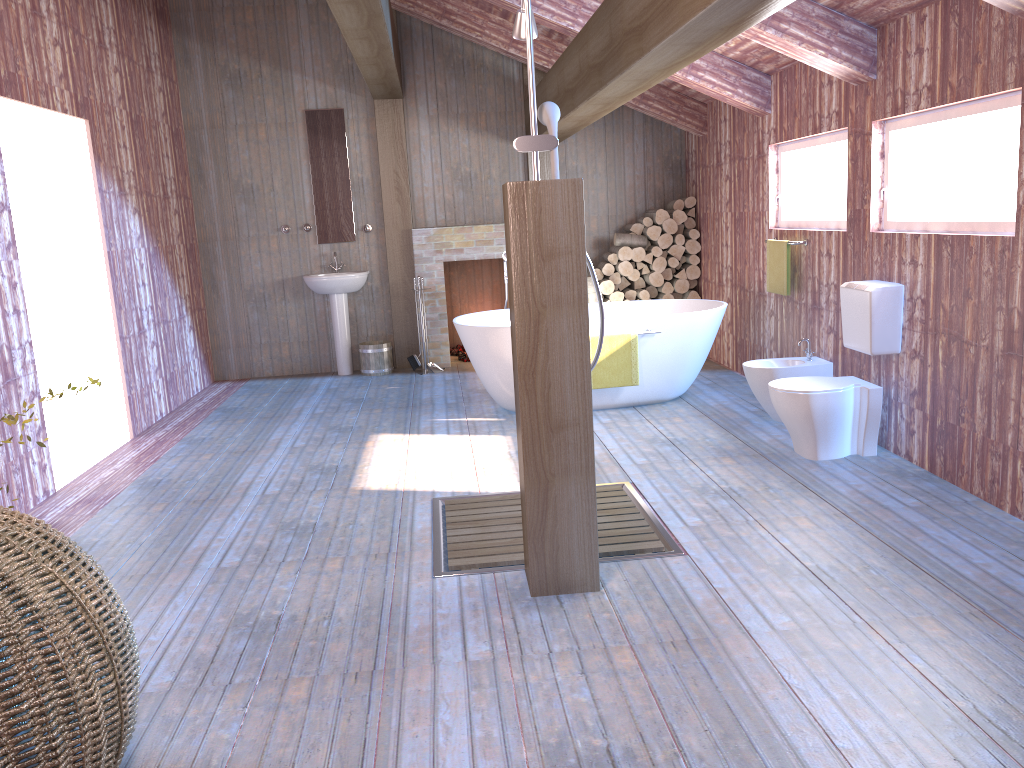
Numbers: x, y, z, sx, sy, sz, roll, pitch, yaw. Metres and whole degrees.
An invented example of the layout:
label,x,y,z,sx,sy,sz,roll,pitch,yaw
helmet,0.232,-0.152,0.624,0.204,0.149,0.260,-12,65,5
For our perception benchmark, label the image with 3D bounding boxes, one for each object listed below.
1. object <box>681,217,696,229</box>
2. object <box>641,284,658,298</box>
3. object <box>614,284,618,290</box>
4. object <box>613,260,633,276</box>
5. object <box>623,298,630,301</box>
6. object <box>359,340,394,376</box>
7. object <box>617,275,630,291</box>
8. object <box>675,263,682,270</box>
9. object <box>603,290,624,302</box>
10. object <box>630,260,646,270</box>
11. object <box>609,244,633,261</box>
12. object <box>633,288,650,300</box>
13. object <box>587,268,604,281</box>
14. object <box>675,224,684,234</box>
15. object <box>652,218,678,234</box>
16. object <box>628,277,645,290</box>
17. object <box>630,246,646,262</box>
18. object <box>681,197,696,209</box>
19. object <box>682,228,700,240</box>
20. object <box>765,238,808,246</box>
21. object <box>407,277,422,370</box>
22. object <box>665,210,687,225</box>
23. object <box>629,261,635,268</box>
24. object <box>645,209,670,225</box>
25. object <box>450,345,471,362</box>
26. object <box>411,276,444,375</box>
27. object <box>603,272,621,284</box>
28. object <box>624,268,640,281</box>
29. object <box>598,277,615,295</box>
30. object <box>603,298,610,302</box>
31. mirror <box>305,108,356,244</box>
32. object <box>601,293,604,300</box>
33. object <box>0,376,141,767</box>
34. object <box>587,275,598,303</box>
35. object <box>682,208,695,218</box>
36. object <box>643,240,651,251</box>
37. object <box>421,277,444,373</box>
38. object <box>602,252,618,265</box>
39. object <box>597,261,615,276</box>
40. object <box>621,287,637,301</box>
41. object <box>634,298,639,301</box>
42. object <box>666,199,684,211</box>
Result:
label,x,y,z,sx,sy,sz,roll,pitch,yaw
object,1.628,-1.503,8.281,0.107,0.115,0.269,-4,11,-3
object,1.288,-0.887,8.426,0.116,0.118,0.289,-5,11,-6
object,0.943,-0.915,8.299,0.064,0.068,0.174,-4,11,-5
object,1.008,-1.087,8.261,0.141,0.143,0.437,-5,11,-6
object,1.028,-0.762,8.321,0.098,0.100,0.437,-5,11,-6
object,-1.260,-0.239,8.231,0.309,0.290,0.308,-2,11,6
object,1.027,-0.967,8.386,0.128,0.150,0.323,-4,11,-4
object,1.531,-1.109,8.295,0.067,0.069,0.177,-4,11,-4
object,0.940,-0.825,8.322,0.139,0.148,0.458,-4,11,-4
object,1.176,-1.112,8.273,0.088,0.092,0.280,-4,11,-3
object,1.012,-1.223,8.242,0.135,0.145,0.439,-4,11,-4
object,1.185,-0.851,8.322,0.098,0.100,0.437,-5,11,-6
object,0.765,-1.031,8.294,0.114,0.113,0.301,-5,11,-6
object,1.519,-1.453,8.346,0.132,0.119,0.319,-4,11,-3
object,1.404,-1.465,8.232,0.141,0.143,0.437,-5,11,-6
object,1.177,-0.964,8.402,0.104,0.127,0.321,-4,11,-4
object,1.127,-1.218,8.254,0.138,0.147,0.440,-4,11,-4
object,1.622,-1.682,8.248,0.112,0.113,0.271,-4,11,-4
object,1.639,-1.403,8.263,0.102,0.109,0.438,-4,11,-4
object,1.826,-0.955,5.961,0.091,0.043,0.581,-4,11,-4
object,-0.913,-0.544,8.075,0.136,0.846,0.062,-8,12,-23
object,1.505,-1.551,8.245,0.133,0.142,0.456,-4,11,-3
object,1.101,-1.112,8.251,0.057,0.061,0.156,-4,11,-5
object,1.346,-1.554,8.228,0.135,0.139,0.456,-4,11,-3
object,-0.252,-0.349,9.127,0.829,0.085,0.935,-8,12,-22
object,-0.846,-0.548,8.132,0.276,0.888,0.333,5,13,37
object,0.932,-0.994,8.283,0.111,0.113,0.301,-4,11,-5
object,1.109,-1.030,8.279,0.115,0.123,0.291,-4,11,-3
object,0.848,-0.922,8.280,0.138,0.147,0.440,-4,11,-4
object,0.824,-0.725,8.338,0.155,0.174,0.483,-5,11,-6
mirror,-1.662,-1.897,8.127,0.350,1.199,0.009,-4,11,-4
object,0.783,-0.837,8.384,0.121,0.124,0.291,-4,11,-3
object,-1.435,0.550,2.100,0.972,1.073,0.970,-8,12,-23
object,0.735,-0.840,8.110,0.147,0.298,0.109,-4,11,-2
object,1.629,-1.601,8.279,0.081,0.100,0.281,-4,11,-4
object,1.215,-1.319,8.339,0.121,0.124,0.291,-4,11,-3
object,-0.765,-0.540,8.076,0.206,0.871,0.126,5,14,38
object,0.918,-1.170,8.248,0.106,0.112,0.282,-4,11,-3
object,0.871,-1.075,8.246,0.115,0.123,0.291,-4,11,-3
object,1.083,-0.841,8.319,0.114,0.120,0.303,-4,11,-3
object,1.120,-0.768,8.335,0.086,0.089,0.279,-5,11,-6
object,1.517,-1.651,8.243,0.104,0.121,0.270,-4,11,-3
